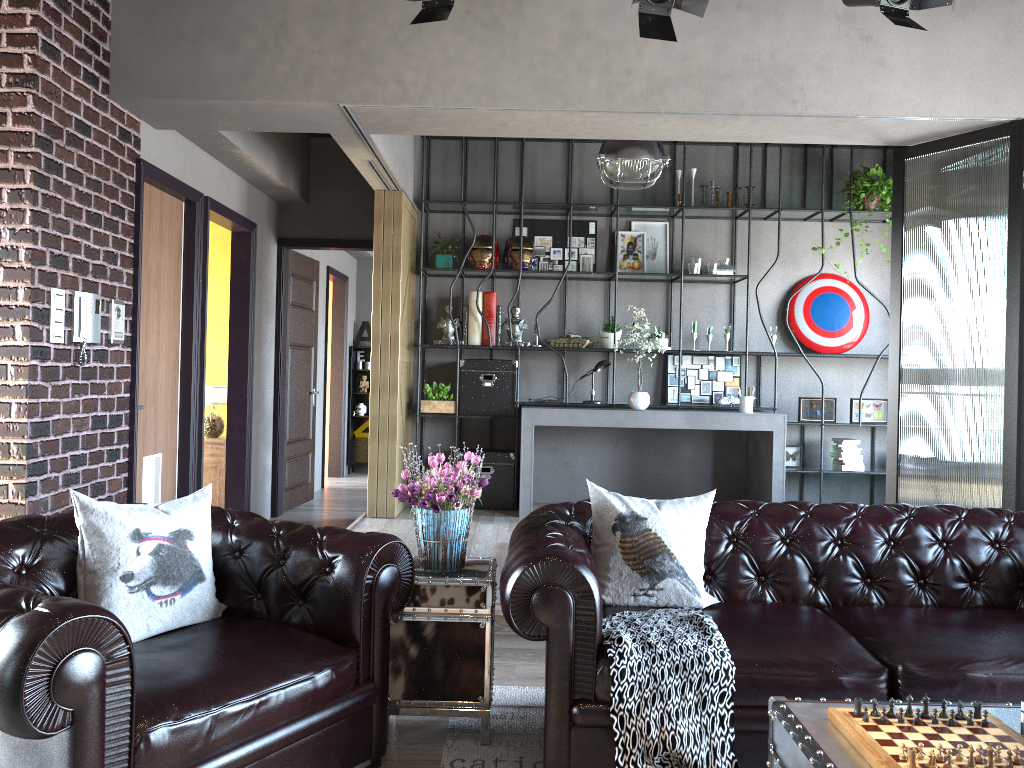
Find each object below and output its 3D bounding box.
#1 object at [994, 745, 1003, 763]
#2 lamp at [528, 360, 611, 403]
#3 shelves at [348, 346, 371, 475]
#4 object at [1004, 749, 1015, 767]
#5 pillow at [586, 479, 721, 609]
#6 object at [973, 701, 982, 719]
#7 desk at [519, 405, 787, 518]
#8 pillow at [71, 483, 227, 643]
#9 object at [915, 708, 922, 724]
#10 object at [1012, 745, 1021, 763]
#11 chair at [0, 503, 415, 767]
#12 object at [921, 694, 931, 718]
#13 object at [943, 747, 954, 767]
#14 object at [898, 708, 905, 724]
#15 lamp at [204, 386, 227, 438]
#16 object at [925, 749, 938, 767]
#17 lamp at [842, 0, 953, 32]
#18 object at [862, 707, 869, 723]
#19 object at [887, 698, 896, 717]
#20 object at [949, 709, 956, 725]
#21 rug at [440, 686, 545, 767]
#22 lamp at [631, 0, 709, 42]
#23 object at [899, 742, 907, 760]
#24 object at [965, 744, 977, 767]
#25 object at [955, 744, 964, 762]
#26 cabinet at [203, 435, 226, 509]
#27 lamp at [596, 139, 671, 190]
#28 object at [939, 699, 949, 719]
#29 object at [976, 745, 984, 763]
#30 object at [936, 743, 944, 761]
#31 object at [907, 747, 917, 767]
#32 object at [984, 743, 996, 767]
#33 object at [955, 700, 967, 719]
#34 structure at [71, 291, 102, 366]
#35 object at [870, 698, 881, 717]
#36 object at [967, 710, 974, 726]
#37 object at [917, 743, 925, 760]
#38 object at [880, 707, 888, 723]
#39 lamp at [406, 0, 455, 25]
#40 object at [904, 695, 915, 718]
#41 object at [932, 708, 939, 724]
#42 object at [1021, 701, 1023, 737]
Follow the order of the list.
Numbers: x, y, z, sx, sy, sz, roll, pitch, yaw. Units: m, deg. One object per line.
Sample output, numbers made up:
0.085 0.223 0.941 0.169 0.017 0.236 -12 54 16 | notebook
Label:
1.116 0.847 2.033 0.017 0.037 0.017 1 0 -6 | object
0.512 -0.028 7.745 0.740 0.371 0.204 2 0 25 | lamp
-1.666 0.352 11.726 0.911 1.677 0.353 1 0 0 | shelves
1.117 0.842 1.989 0.022 0.047 0.022 1 0 33 | object
0.552 0.618 3.489 0.528 0.469 0.283 1 0 3 | pillow
1.207 0.844 2.297 0.019 0.040 0.019 1 0 -26 | object
1.134 0.658 7.550 2.129 0.886 0.845 1 0 0 | desk
-1.217 0.586 3.016 0.290 0.502 0.541 1 0 38 | pillow
1.032 0.842 2.252 0.017 0.037 0.017 1 0 7 | object
1.157 0.848 2.034 0.017 0.037 0.017 1 0 -6 | object
-1.221 0.872 2.848 1.245 0.845 1.492 2 0 30 | chair
1.073 0.832 2.298 0.025 0.058 0.025 1 0 -6 | object
0.981 0.839 1.991 0.022 0.047 0.022 1 0 33 | object
0.989 0.841 2.253 0.017 0.037 0.017 1 0 7 | object
-2.570 0.540 7.573 0.291 1.045 0.441 1 0 -26 | lamp
0.942 0.840 1.990 0.026 0.044 0.026 1 0 -45 | object
1.765 -1.859 4.144 0.359 0.503 0.553 1 0 -20 | lamp
0.899 0.839 2.254 0.017 0.037 0.017 1 0 -19 | object
0.984 0.835 2.297 0.022 0.047 0.022 1 0 -45 | object
1.117 0.844 2.250 0.017 0.037 0.017 1 0 7 | object
0.988 1.345 2.707 2.474 0.003 2.254 1 1 0 | rug
0.692 -1.873 4.154 0.359 0.525 0.540 1 0 -15 | lamp
0.899 0.842 2.036 0.017 0.037 0.017 1 0 -6 | object
1.030 0.836 1.988 0.024 0.055 0.025 1 0 -45 | object
1.027 0.845 2.035 0.017 0.037 0.017 1 0 -6 | object
-3.058 0.814 7.572 1.432 0.750 0.408 1 0 0 | cabinet
0.827 -1.983 6.326 0.534 1.149 0.515 1 0 -22 | lamp
1.119 0.839 2.296 0.022 0.047 0.022 1 0 -45 | object
1.073 0.846 2.033 0.017 0.037 0.017 1 0 -6 | object
0.983 0.844 2.036 0.017 0.037 0.017 1 0 -6 | object
0.898 0.841 1.992 0.019 0.040 0.019 1 0 4 | object
1.074 0.836 1.990 0.025 0.058 0.025 1 0 -45 | object
1.163 0.841 2.295 0.026 0.044 0.026 1 0 -45 | object
-2.156 -0.275 4.530 0.068 0.370 0.279 1 0 0 | structure
0.942 0.836 2.296 0.026 0.044 0.026 1 0 -45 | object
1.164 0.845 2.249 0.017 0.037 0.017 1 0 7 | object
0.939 0.843 2.038 0.017 0.037 0.017 1 0 -6 | object
0.945 0.840 2.253 0.017 0.037 0.017 1 0 7 | object
-0.335 -1.904 4.159 0.359 0.512 0.559 1 0 20 | lamp
1.030 0.832 2.297 0.024 0.055 0.025 1 0 -45 | object
1.076 0.843 2.253 0.017 0.037 0.017 1 0 7 | object
1.375 0.613 2.189 0.156 0.583 0.185 1 0 0 | object
